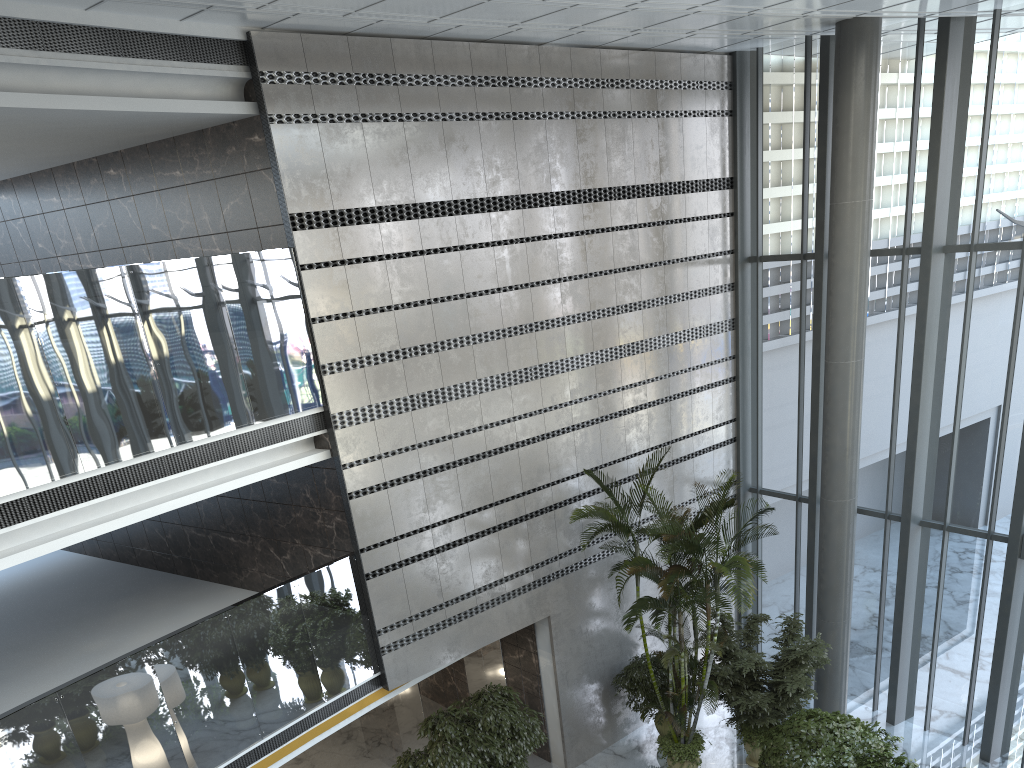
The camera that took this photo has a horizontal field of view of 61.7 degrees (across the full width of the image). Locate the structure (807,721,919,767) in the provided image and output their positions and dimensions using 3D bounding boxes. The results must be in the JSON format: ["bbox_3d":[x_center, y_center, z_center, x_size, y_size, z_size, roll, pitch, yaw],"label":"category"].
[{"bbox_3d":[3.806,4.721,9.542,1.369,2.169,1.132,-10,20,-11],"label":"structure"}]

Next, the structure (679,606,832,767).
[{"bbox_3d":[3.380,4.197,11.689,1.789,2.531,1.762,7,23,35],"label":"structure"}]

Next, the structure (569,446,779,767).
[{"bbox_3d":[2.111,3.175,10.956,2.388,5.132,2.339,-18,23,-29],"label":"structure"}]

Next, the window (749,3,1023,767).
[{"bbox_3d":[0.466,1.458,4.970,18.348,11.115,12.563,-12,17,-22],"label":"window"}]

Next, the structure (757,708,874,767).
[{"bbox_3d":[3.715,4.759,10.468,1.415,1.777,1.469,0,19,20],"label":"structure"}]

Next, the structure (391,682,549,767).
[{"bbox_3d":[-0.462,4.938,10.963,2.016,2.180,1.485,-8,19,-6],"label":"structure"}]

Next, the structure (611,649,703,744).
[{"bbox_3d":[2.159,4.597,12.556,1.392,1.706,1.028,-5,19,5],"label":"structure"}]
